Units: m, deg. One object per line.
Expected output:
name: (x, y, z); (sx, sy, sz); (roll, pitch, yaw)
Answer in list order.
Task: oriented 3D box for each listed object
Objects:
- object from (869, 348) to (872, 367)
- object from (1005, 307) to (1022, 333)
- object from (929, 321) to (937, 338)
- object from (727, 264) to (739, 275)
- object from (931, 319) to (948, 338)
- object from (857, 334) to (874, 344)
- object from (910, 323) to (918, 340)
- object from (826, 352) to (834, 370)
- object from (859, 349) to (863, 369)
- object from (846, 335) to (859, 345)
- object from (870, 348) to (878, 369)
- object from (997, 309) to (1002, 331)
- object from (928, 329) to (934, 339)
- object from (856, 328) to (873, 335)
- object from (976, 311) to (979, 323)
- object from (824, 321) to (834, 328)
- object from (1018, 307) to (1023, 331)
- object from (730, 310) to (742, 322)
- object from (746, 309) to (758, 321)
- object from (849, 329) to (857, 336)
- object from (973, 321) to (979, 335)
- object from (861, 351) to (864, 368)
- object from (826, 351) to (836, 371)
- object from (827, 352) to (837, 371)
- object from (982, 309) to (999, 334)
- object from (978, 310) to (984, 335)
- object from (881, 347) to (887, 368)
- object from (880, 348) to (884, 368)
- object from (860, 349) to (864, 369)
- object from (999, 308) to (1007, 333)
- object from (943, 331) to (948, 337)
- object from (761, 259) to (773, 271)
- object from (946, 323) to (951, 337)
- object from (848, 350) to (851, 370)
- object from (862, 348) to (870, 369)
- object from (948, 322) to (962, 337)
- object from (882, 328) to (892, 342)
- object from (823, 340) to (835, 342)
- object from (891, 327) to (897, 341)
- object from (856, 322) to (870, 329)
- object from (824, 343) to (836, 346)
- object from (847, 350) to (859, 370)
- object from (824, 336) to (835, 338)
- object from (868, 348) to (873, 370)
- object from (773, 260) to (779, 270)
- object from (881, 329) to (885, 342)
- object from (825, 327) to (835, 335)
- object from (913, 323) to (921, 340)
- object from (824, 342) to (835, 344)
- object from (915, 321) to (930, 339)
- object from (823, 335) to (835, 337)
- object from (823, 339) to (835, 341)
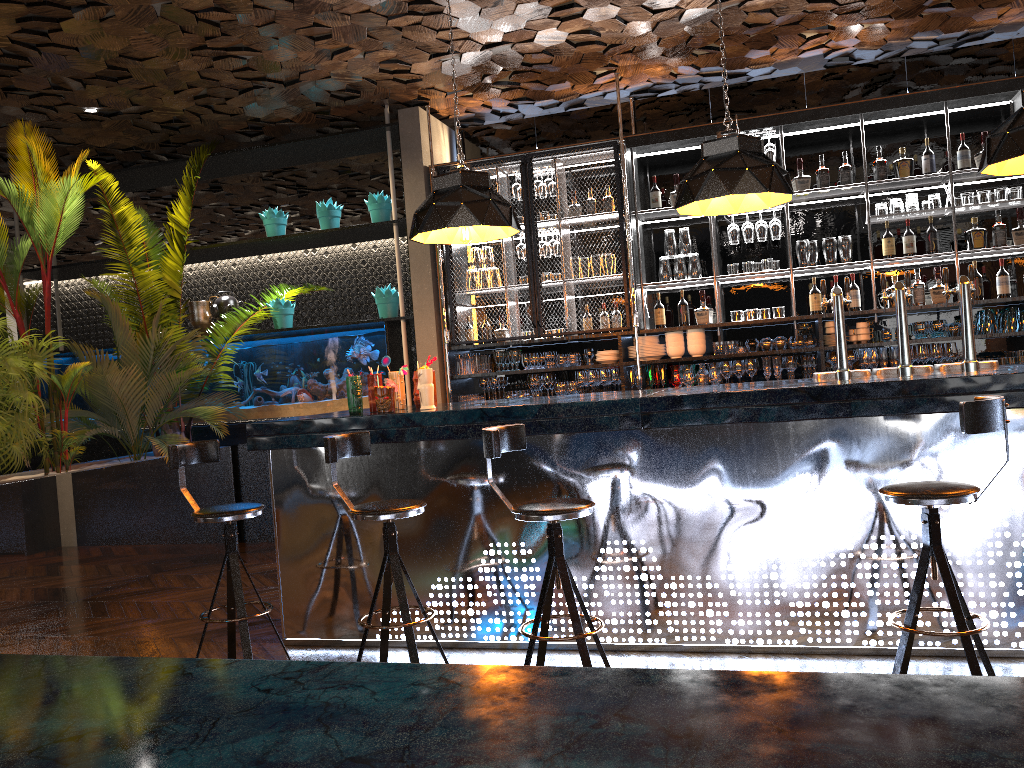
object: (2.717, -0.155, 6.665); (0.058, 0.234, 0.058); (-4, 1, -6)
object: (3.482, -0.448, 6.166); (0.115, 0.172, 0.101); (-4, 1, 1)
object: (3.101, -0.399, 6.469); (0.108, 0.126, 0.108); (-4, 1, 12)
object: (1.731, -0.888, 6.936); (0.089, 0.092, 0.089); (-4, 1, -5)
object: (3.066, -0.396, 6.358); (0.108, 0.126, 0.108); (-5, 1, -39)
object: (2.600, -0.333, 6.543); (0.106, 0.067, 0.094); (-4, 1, 5)
object: (3.027, -0.395, 6.619); (0.100, 0.125, 0.100); (-4, 1, 30)
object: (2.470, -0.135, 6.805); (0.108, 0.227, 0.108); (-5, 1, -42)
object: (2.666, -0.152, 6.731); (0.058, 0.234, 0.058); (-4, 1, 19)
object: (2.573, -0.332, 6.648); (0.106, 0.067, 0.094); (-5, 1, -21)
object: (2.652, -0.148, 6.492); (0.058, 0.234, 0.058); (-4, 1, 20)
object: (3.546, -0.456, 6.406); (0.101, 0.172, 0.115); (-4, 1, 21)
object: (3.135, -0.403, 6.587); (0.108, 0.126, 0.108); (-5, 1, -12)
object: (2.596, -0.378, 6.546); (0.106, 0.069, 0.094); (-5, 1, -32)
object: (3.420, -0.447, 6.448); (0.115, 0.172, 0.101); (-4, 1, 1)
object: (2.381, -0.434, 6.619); (0.094, 0.069, 0.106); (-4, 1, 23)
object: (3.680, -0.466, 6.370); (0.115, 0.172, 0.101); (-4, 1, 26)
object: (1.742, -0.521, 6.877); (0.089, 0.092, 0.089); (-5, 1, -11)
object: (1.853, -0.529, 6.830); (0.089, 0.092, 0.089); (-5, 1, -20)
object: (2.576, -0.377, 6.643); (0.094, 0.069, 0.105); (-4, 1, -6)
object: (3.250, -0.394, 6.271); (0.098, 0.097, 0.098); (-5, 1, -39)
object: (2.622, -0.147, 6.580); (0.058, 0.234, 0.058); (-4, 1, 40)
object: (2.433, -0.131, 6.688); (0.108, 0.227, 0.108); (-4, 1, -4)
object: (2.395, -0.126, 6.576); (0.108, 0.227, 0.108); (-4, 1, 8)
object: (3.348, -0.438, 6.216); (0.101, 0.172, 0.115); (-5, 1, -44)
object: (3.378, -0.442, 6.333); (0.115, 0.172, 0.101); (-4, 1, 26)
object: (2.714, -0.151, 6.454); (0.049, 0.231, 0.049); (-4, 1, 28)
object: (2.734, -0.154, 6.517); (0.049, 0.231, 0.049); (-4, 1, 26)
object: (2.642, -0.149, 6.650); (0.058, 0.234, 0.058); (-4, 1, -8)
object: (3.514, -0.452, 6.290); (0.115, 0.172, 0.101); (-5, 1, -44)
object: (3.232, -0.396, 6.578); (0.098, 0.097, 0.098); (-4, 1, 8)
object: (1.948, -0.902, 6.761); (0.089, 0.092, 0.089); (-4, 1, 1)
object: (3.184, -0.390, 6.403); (0.098, 0.097, 0.098); (-5, 1, -35)
object: (2.542, -0.139, 6.656); (0.108, 0.227, 0.108); (-5, 1, -19)
object: (2.595, -0.144, 6.499); (0.058, 0.234, 0.058); (-5, 1, -30)
object: (3.153, -0.387, 6.307); (0.098, 0.097, 0.098); (-4, 1, -4)
object: (2.716, -0.356, 6.425); (0.067, 0.099, 0.058); (-5, 1, -28)
object: (2.399, -0.316, 6.620); (0.149, 0.023, 0.149); (-4, 1, 1)
object: (2.786, -0.361, 6.445); (0.058, 0.099, 0.067); (-5, 1, -38)
object: (2.586, -0.422, 6.536); (0.094, 0.068, 0.106); (-4, 1, 17)
object: (2.400, -0.294, 6.620); (0.149, 0.022, 0.149); (-5, 1, -14)
object: (2.505, -0.134, 6.543); (0.108, 0.227, 0.108); (-5, 1, -13)
object: (2.396, -0.348, 6.619); (0.149, 0.025, 0.149); (-5, 1, -21)
object: (2.735, -0.158, 6.743); (0.058, 0.234, 0.058); (-5, 1, -29)
object: (2.044, -0.912, 6.921); (0.089, 0.092, 0.089); (-4, 1, 1)
object: (2.734, -0.358, 6.491); (0.067, 0.099, 0.058); (-5, 1, -14)
object: (2.394, -0.391, 6.617); (0.094, 0.070, 0.107); (-5, 1, -43)
object: (2.995, -0.391, 6.505); (0.100, 0.125, 0.100); (-5, 1, -26)
object: (2.400, -0.305, 6.620); (0.149, 0.023, 0.149); (-5, 1, -14)
object: (2.959, -0.387, 6.388); (0.100, 0.125, 0.100); (-5, 1, -34)
object: (2.393, -0.359, 6.620); (0.149, 0.026, 0.148); (-4, 1, 24)
object: (2.398, -0.328, 6.620); (0.149, 0.024, 0.149); (-4, 1, 16)
